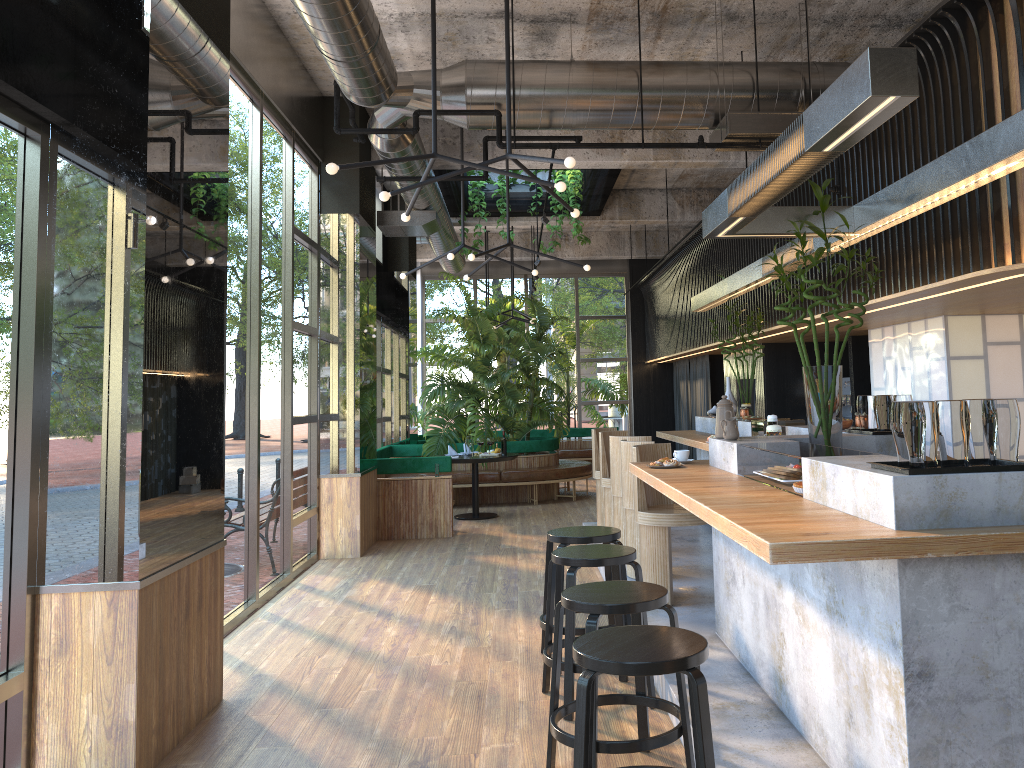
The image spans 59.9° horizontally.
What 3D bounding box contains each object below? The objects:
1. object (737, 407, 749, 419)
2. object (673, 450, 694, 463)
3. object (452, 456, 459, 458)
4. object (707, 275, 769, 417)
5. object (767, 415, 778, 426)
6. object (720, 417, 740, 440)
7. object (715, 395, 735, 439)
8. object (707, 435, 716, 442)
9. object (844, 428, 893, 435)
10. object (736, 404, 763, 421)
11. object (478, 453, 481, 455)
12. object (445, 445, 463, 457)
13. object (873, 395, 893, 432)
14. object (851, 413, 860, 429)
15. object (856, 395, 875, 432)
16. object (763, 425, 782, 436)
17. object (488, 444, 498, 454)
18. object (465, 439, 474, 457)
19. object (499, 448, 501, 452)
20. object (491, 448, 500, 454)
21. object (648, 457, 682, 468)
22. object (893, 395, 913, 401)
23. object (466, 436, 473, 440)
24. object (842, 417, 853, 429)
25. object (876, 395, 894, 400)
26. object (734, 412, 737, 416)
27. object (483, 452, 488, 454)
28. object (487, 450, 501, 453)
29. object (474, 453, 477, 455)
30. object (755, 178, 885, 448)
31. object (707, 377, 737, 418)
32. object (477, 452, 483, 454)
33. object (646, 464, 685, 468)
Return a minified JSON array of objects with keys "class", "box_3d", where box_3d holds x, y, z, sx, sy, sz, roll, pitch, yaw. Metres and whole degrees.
[{"class":"object","box_3d":[2.092,0.264,8.066,0.086,0.107,0.161,-5,-4,44]},{"class":"object","box_3d":[0.882,0.420,5.002,0.174,0.073,0.433,-3,-1,34]},{"class":"object","box_3d":[-0.728,0.880,10.738,0.257,0.019,0.156,-2,-1,-3]},{"class":"object","box_3d":[2.258,-0.303,8.722,0.642,1.557,0.609,-5,-6,36]},{"class":"object","box_3d":[1.828,0.332,6.223,0.071,0.233,0.077,-4,-6,30]},{"class":"object","box_3d":[1.141,0.233,4.652,0.099,0.120,0.087,-2,-4,6]},{"class":"object","box_3d":[1.161,0.179,4.857,0.123,0.235,0.204,2,-4,-34]},{"class":"object","box_3d":[1.601,0.436,7.119,0.062,0.059,0.072,-1,-3,-11]},{"class":"object","box_3d":[2.054,0.263,4.929,0.274,0.019,0.433,-2,-1,-1]},{"class":"object","box_3d":[2.055,0.247,7.811,0.210,0.135,0.803,-2,-1,6]},{"class":"object","box_3d":[-0.401,0.868,10.979,0.032,0.031,0.040,-3,-3,23]},{"class":"object","box_3d":[-0.717,0.828,10.999,0.240,0.139,0.225,-1,-2,-18]},{"class":"object","box_3d":[2.019,0.167,4.823,0.100,0.210,0.110,-5,-6,42]},{"class":"object","box_3d":[2.079,0.222,5.322,0.086,0.107,0.161,-5,-4,44]},{"class":"object","box_3d":[2.017,0.171,5.049,0.100,0.210,0.110,-5,-6,42]},{"class":"object","box_3d":[1.767,0.361,5.997,0.112,0.172,0.134,-1,-4,-8]},{"class":"object","box_3d":[-0.233,0.797,10.919,0.144,0.124,0.096,0,-4,-22]},{"class":"object","box_3d":[-0.514,0.779,10.754,0.101,0.210,0.109,-4,-5,32]},{"class":"object","box_3d":[-0.173,0.845,11.208,0.059,0.072,0.207,-1,-1,-10]},{"class":"object","box_3d":[-0.204,0.827,11.009,0.099,0.065,0.162,0,-2,-31]},{"class":"object","box_3d":[0.844,0.429,4.857,0.155,0.053,0.160,-3,-2,42]},{"class":"object","box_3d":[2.127,0.164,4.821,0.100,0.210,0.110,-5,-6,42]},{"class":"object","box_3d":[-0.521,0.763,10.922,0.095,0.246,0.089,0,-5,-19]},{"class":"object","box_3d":[2.020,0.244,5.522,0.189,0.073,0.230,-2,-1,18]},{"class":"object","box_3d":[2.079,0.167,4.935,0.101,0.210,0.109,-4,-5,32]},{"class":"object","box_3d":[2.033,0.288,8.426,0.189,0.073,0.230,-2,-1,18]},{"class":"object","box_3d":[-0.308,0.855,10.999,0.102,0.013,0.220,-2,-1,4]},{"class":"object","box_3d":[-0.232,0.843,11.107,0.193,0.038,0.063,-2,-2,31]},{"class":"object","box_3d":[-0.457,0.876,11.154,0.024,0.025,0.047,-2,-2,17]},{"class":"object","box_3d":[1.601,-0.347,4.599,0.672,1.557,0.583,-1,-5,3]},{"class":"object","box_3d":[2.099,0.129,8.686,0.331,0.399,0.303,2,-5,-43]},{"class":"object","box_3d":[-0.404,0.872,11.132,0.097,0.028,0.129,-2,-1,13]},{"class":"object","box_3d":[0.840,0.449,4.862,0.197,0.013,0.214,-2,-1,34]}]
